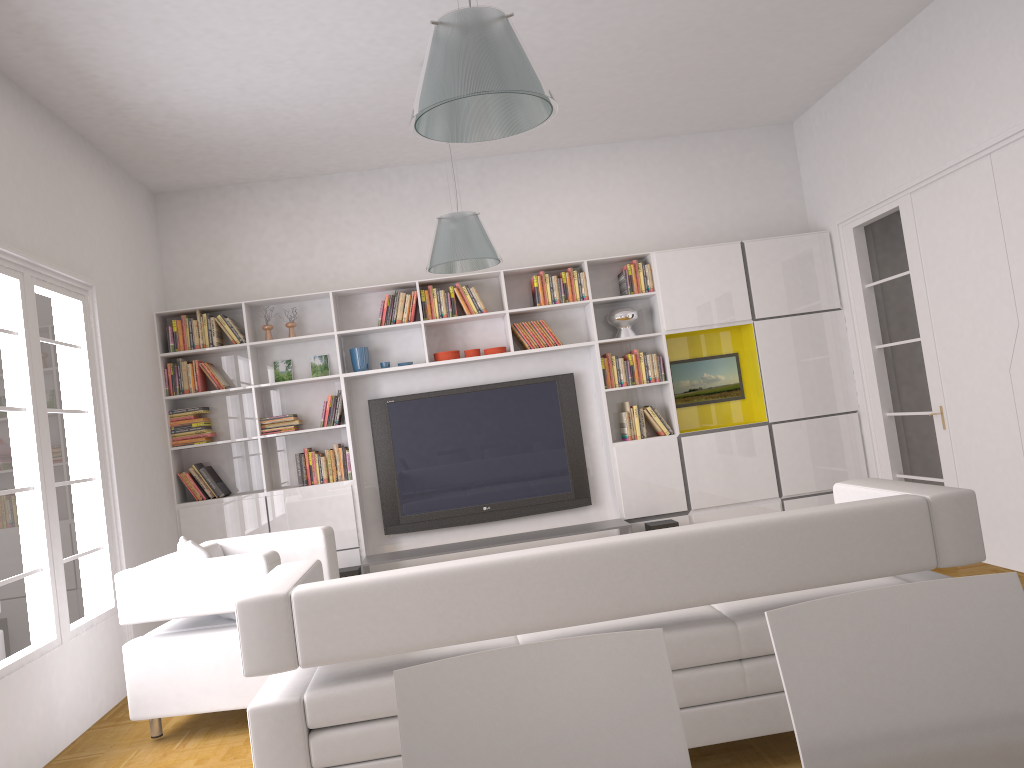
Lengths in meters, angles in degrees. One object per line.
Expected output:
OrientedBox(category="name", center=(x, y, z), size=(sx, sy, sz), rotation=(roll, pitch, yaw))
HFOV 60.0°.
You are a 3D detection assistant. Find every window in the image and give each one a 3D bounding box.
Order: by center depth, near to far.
OrientedBox(category="window", center=(-2.394, 0.533, 3.801), size=(0.195, 2.531, 3.346), rotation=(-7, -3, -5))

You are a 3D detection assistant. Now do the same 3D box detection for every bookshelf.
OrientedBox(category="bookshelf", center=(0.082, 0.341, 7.066), size=(5.366, 2.483, 0.389), rotation=(-8, -3, -5))

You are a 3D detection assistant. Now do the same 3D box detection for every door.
OrientedBox(category="door", center=(2.819, -0.044, 6.383), size=(0.139, 2.457, 1.007), rotation=(-7, -3, -5))

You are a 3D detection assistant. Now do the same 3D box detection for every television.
OrientedBox(category="television", center=(-0.253, 0.558, 7.091), size=(1.660, 1.089, 0.082), rotation=(-8, -3, -5))

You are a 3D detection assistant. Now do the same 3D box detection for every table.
OrientedBox(category="table", center=(-0.089, 1.380, 6.586), size=(1.973, 0.435, 0.437), rotation=(-8, -3, -5))

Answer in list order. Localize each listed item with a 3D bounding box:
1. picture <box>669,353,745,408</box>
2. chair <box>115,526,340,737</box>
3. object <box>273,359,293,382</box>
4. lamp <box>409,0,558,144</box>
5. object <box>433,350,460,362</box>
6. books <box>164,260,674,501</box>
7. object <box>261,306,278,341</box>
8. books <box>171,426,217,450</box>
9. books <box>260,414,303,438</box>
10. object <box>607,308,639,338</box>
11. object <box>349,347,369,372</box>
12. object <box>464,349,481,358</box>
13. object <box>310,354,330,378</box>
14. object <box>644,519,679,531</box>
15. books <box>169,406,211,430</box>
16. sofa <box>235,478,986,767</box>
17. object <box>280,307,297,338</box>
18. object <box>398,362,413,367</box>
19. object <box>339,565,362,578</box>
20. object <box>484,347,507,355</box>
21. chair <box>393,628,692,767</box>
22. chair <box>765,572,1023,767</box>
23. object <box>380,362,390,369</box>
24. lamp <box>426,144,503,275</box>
OrientedBox(category="picture", center=(1.599, -0.028, 7.312), size=(0.609, 0.388, 0.007), rotation=(-8, -3, -5))
OrientedBox(category="chair", center=(-1.448, 1.234, 4.788), size=(0.801, 0.912, 1.095), rotation=(-8, -3, 5))
OrientedBox(category="object", center=(-1.814, -0.097, 7.031), size=(0.144, 0.190, 0.051), rotation=(-8, -3, -5))
OrientedBox(category="lamp", center=(-0.171, -1.439, 2.786), size=(0.464, 1.251, 0.464), rotation=(-7, -3, -5))
OrientedBox(category="object", center=(-0.515, -0.214, 7.031), size=(0.211, 0.073, 0.210), rotation=(-6, -3, -30))
OrientedBox(category="books", center=(-0.717, -0.058, 6.997), size=(3.863, 1.457, 0.235), rotation=(-8, -3, -5))
OrientedBox(category="object", center=(-1.896, -0.464, 6.965), size=(0.120, 0.279, 0.179), rotation=(-8, -3, 1))
OrientedBox(category="books", center=(-2.452, 0.413, 6.845), size=(0.284, 0.153, 0.207), rotation=(-8, -3, -5))
OrientedBox(category="books", center=(-1.791, 0.325, 6.902), size=(0.284, 0.153, 0.207), rotation=(-8, -3, -5))
OrientedBox(category="object", center=(0.904, -0.481, 7.155), size=(0.256, 0.239, 0.256), rotation=(-8, -3, 3))
OrientedBox(category="object", center=(-1.192, -0.184, 6.964), size=(0.147, 0.193, 0.147), rotation=(-7, -3, -16))
OrientedBox(category="object", center=(-0.313, -0.235, 7.048), size=(0.129, 0.073, 0.129), rotation=(-7, -2, -8))
OrientedBox(category="object", center=(-1.529, -0.135, 7.055), size=(0.144, 0.190, 0.051), rotation=(-8, -3, -5))
OrientedBox(category="object", center=(1.149, 1.236, 6.656), size=(0.211, 0.392, 0.216), rotation=(-7, -3, -5))
OrientedBox(category="books", center=(-2.487, 0.268, 6.852), size=(0.252, 0.153, 0.207), rotation=(-8, -3, -5))
OrientedBox(category="sofa", center=(0.392, 0.979, 3.436), size=(2.623, 0.850, 0.821), rotation=(-8, -3, -5))
OrientedBox(category="object", center=(-1.778, -0.469, 6.991), size=(0.179, 0.260, 0.119), rotation=(-9, -3, 16))
OrientedBox(category="object", center=(-0.840, -0.150, 6.989), size=(0.124, 0.032, 0.123), rotation=(-7, -2, -19))
OrientedBox(category="object", center=(-1.192, 1.547, 6.454), size=(0.211, 0.392, 0.216), rotation=(-7, -3, -5))
OrientedBox(category="object", center=(-0.132, -0.256, 7.044), size=(0.182, 0.054, 0.182), rotation=(-7, -2, -8))
OrientedBox(category="chair", center=(0.111, 0.909, 1.273), size=(0.561, 0.932, 0.574), rotation=(-7, -3, -5))
OrientedBox(category="chair", center=(0.763, 0.822, 1.329), size=(0.561, 0.932, 0.574), rotation=(-7, -3, -5))
OrientedBox(category="object", center=(-0.996, -0.142, 6.977), size=(0.078, 0.056, 0.078), rotation=(-9, -3, 20))
OrientedBox(category="lamp", center=(-0.367, -1.318, 5.315), size=(0.464, 1.251, 0.464), rotation=(-7, -3, -5))
